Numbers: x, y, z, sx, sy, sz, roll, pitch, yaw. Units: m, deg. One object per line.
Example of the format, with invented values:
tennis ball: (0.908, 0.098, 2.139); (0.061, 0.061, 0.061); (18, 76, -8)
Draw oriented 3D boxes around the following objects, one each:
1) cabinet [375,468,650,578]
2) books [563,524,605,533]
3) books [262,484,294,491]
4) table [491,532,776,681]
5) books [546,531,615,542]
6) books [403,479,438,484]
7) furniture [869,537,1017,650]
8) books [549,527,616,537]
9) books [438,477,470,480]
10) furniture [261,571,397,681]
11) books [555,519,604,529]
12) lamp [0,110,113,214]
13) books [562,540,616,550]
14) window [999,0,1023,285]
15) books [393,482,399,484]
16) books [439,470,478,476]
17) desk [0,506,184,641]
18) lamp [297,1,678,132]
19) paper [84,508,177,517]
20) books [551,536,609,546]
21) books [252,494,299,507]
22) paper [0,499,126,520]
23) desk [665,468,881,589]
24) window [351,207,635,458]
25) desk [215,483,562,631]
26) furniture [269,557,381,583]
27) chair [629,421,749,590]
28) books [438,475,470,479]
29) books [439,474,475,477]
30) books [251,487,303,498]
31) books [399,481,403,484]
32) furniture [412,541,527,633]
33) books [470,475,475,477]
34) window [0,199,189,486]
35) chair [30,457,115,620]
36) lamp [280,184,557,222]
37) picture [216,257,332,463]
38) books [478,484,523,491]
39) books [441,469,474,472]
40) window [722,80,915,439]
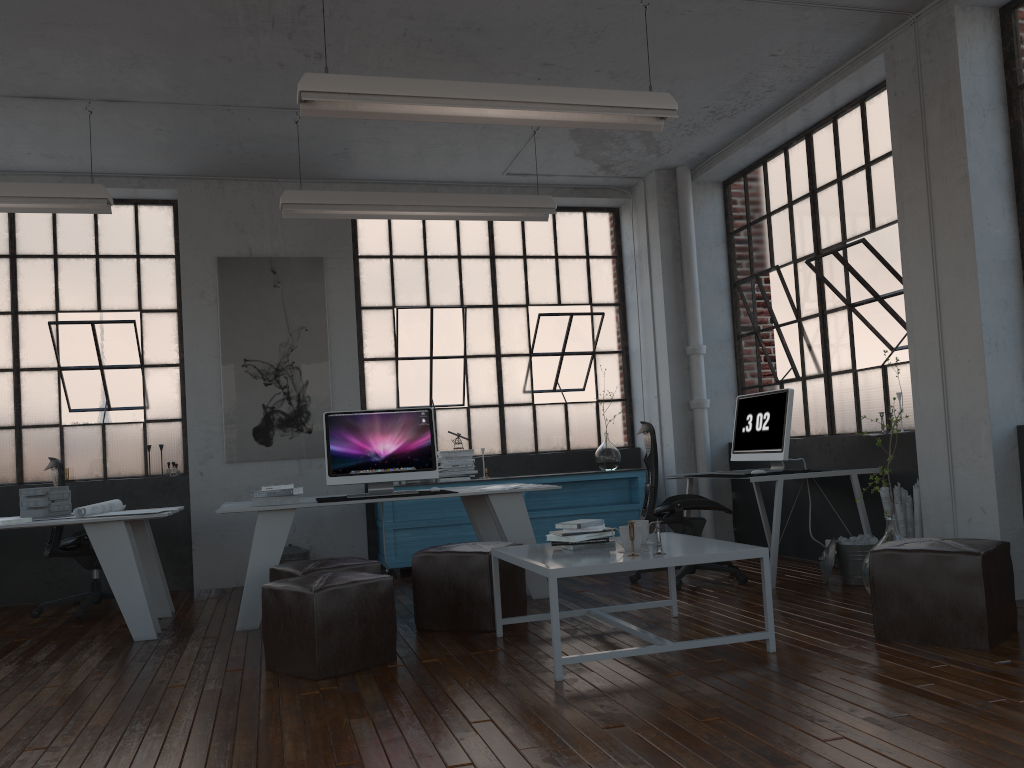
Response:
cabinet: (0.004, 1.147, 7.461); (2.262, 0.732, 0.628); (-2, -4, -16)
books: (0.348, 0.694, 4.260); (0.185, 0.026, 0.125); (-5, -5, 14)
books: (-1.418, 0.626, 5.370); (0.185, 0.030, 0.153); (-2, -5, -15)
table: (0.513, 0.989, 4.144); (0.991, 0.444, 0.974); (-2, -4, -16)
books: (0.331, 0.731, 4.288); (0.272, 0.031, 0.200); (0, -6, -40)
books: (-0.745, 0.789, 7.187); (0.258, 0.032, 0.191); (-2, -5, -14)
furniture: (1.918, 0.924, 3.945); (0.503, 0.460, 0.503); (-7, -5, 41)
books: (0.340, 0.712, 4.288); (0.275, 0.014, 0.200); (-2, -5, -16)
books: (-0.486, 0.774, 7.256); (0.248, 0.014, 0.187); (-2, -5, -17)
furniture: (-0.840, 1.096, 4.074); (0.472, 0.430, 0.470); (-7, -5, 43)
books: (0.325, 0.672, 4.257); (0.141, 0.026, 0.202); (-8, -6, 44)
lamp: (-3.406, -1.359, 5.266); (1.876, 0.627, 0.202); (-2, -3, -16)
books: (0.367, 0.775, 4.283); (0.218, 0.028, 0.172); (-2, -5, -16)
window: (3.081, -1.021, 3.543); (0.669, 2.387, 2.596); (-3, -4, -16)
books: (-0.972, 0.709, 7.367); (0.032, 0.238, 0.173); (-3, -4, -16)
books: (-0.471, 0.753, 7.494); (0.330, 0.025, 0.176); (-2, -5, -16)
desk: (-3.041, 1.158, 5.184); (2.056, 0.696, 1.066); (-2, -4, -15)
lamp: (-0.096, -1.611, 4.329); (1.876, 0.627, 0.202); (-2, -3, -16)
paper: (-2.238, 0.758, 5.243); (0.428, 0.001, 0.485); (-3, -4, -5)
books: (0.331, 0.754, 4.287); (0.274, 0.025, 0.210); (-4, -4, 4)
books: (-1.431, 0.705, 5.370); (0.271, 0.050, 0.201); (-2, -5, -16)
paper: (-3.010, 0.786, 5.412); (1.074, 0.105, 0.977); (-2, -5, -15)
desk: (1.756, 0.949, 6.091); (0.933, 0.687, 1.229); (-2, -4, -16)
window: (-0.137, -0.479, 8.007); (2.590, 2.387, 0.671); (-2, -3, -16)
desk: (-0.807, 1.075, 5.805); (2.076, 0.703, 1.077); (-2, -4, -15)
furniture: (-0.980, 1.147, 4.670); (0.479, 0.439, 0.481); (-1, -5, -37)
chair: (1.161, 0.778, 5.999); (0.792, 1.084, 0.772); (-3, -3, -12)
books: (-0.486, 0.762, 7.264); (0.251, 0.012, 0.202); (-2, -5, -14)
books: (-0.470, 0.771, 7.482); (0.285, 0.012, 0.160); (-2, -5, -16)
books: (-1.414, 0.656, 5.353); (0.257, 0.044, 0.193); (-4, -4, 4)
books: (-0.929, 0.707, 7.368); (0.053, 0.240, 0.173); (-3, -4, -16)
furniture: (-0.228, 1.107, 4.882); (0.503, 0.460, 0.504); (-5, -4, 23)
books: (-0.455, 0.784, 7.490); (0.254, 0.012, 0.161); (-2, -5, -16)
window: (-3.898, -0.335, 6.962); (2.590, 2.387, 0.671); (-2, -3, -16)
chair: (-2.965, 1.046, 6.259); (0.771, 1.084, 0.792); (-7, -5, 43)
lamp: (-0.611, -1.243, 6.027); (1.876, 0.205, 0.202); (-2, -4, -16)
picture: (-1.908, -0.212, 7.162); (0.853, 1.648, 0.025); (-3, -3, -16)
books: (-0.068, 0.662, 5.666); (0.205, 0.019, 0.243); (-5, -5, 24)
books: (-0.460, 0.734, 7.498); (0.254, 0.013, 0.161); (-2, -5, -16)
window: (2.267, -0.741, 6.506); (0.669, 2.387, 2.596); (-3, -4, -16)
